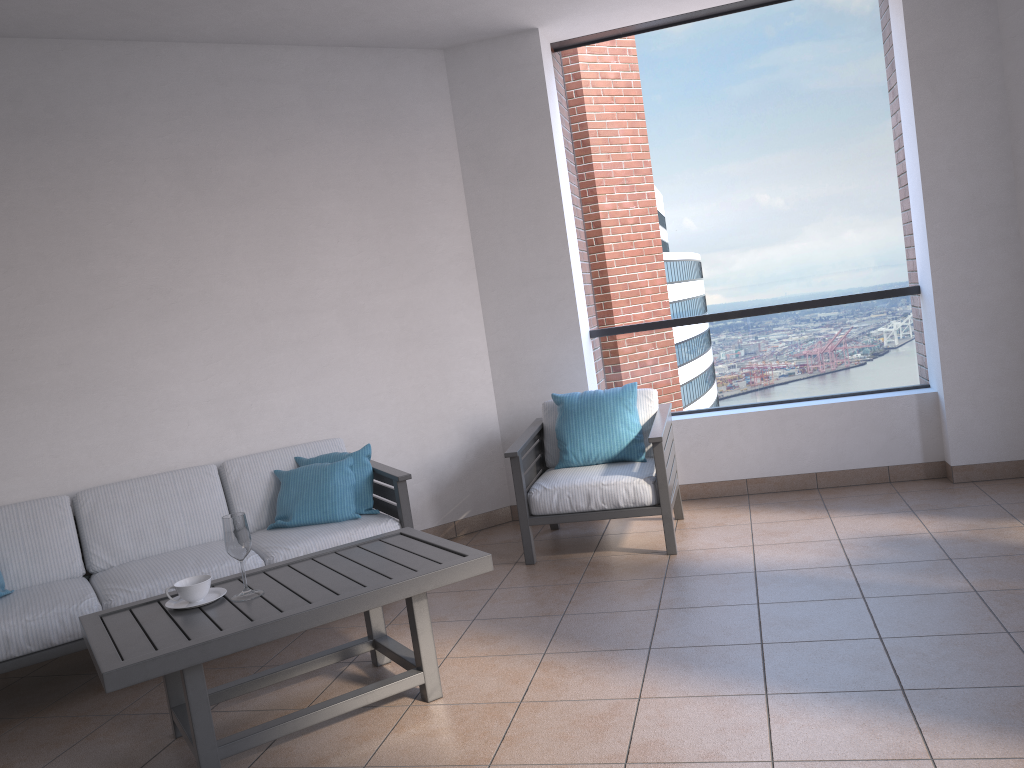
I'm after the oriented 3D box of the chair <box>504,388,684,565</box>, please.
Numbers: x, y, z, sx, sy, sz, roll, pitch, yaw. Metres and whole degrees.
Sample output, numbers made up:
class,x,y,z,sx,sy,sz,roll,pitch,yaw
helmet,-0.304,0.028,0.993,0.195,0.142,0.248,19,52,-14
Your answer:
class,x,y,z,sx,sy,sz,roll,pitch,yaw
chair,0.469,0.465,4.786,0.797,0.765,0.807,-7,5,15

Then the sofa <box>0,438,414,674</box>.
class,x,y,z,sx,sy,sz,roll,pitch,yaw
sofa,-1.576,0.823,4.090,2.161,0.765,0.807,-11,6,-30

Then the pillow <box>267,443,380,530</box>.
class,x,y,z,sx,sy,sz,roll,pitch,yaw
pillow,-0.940,0.530,4.430,0.543,0.370,0.377,-8,5,9

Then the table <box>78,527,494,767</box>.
class,x,y,z,sx,sy,sz,roll,pitch,yaw
table,-0.752,0.933,3.104,1.260,0.473,0.710,-11,6,-30

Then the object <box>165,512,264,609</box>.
class,x,y,z,sx,sy,sz,roll,pitch,yaw
object,-1.046,0.604,3.025,0.337,0.284,0.203,-7,5,20

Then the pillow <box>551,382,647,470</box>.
class,x,y,z,sx,sy,sz,roll,pitch,yaw
pillow,0.465,0.236,4.863,0.510,0.426,0.316,-7,5,12
